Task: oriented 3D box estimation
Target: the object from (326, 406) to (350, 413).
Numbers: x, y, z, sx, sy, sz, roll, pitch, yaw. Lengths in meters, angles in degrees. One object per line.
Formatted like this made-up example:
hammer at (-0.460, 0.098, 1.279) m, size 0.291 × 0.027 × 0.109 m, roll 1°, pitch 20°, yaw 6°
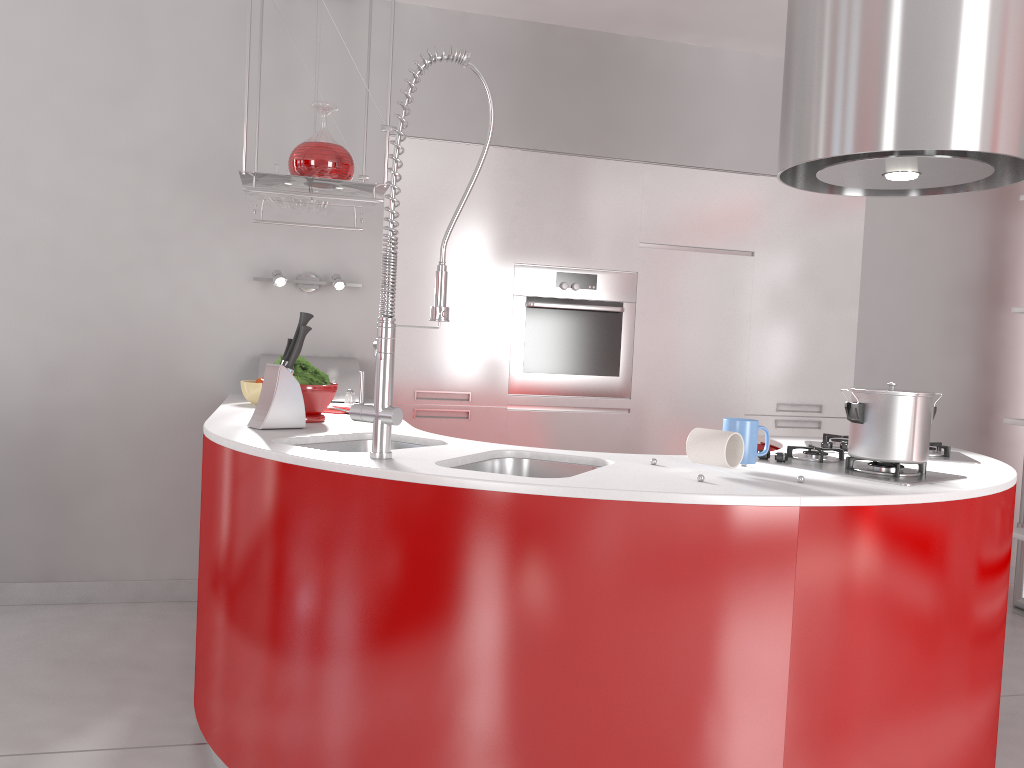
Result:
object at (-0.604, 0.089, 3.128) m, size 0.041 × 0.008 × 0.375 m, roll 1°, pitch 3°, yaw -38°

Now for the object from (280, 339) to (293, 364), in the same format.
object at (-0.658, -0.032, 2.515) m, size 0.091 × 0.197 × 0.009 m, roll 1°, pitch 3°, yaw -43°

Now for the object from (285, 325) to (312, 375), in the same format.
object at (-0.622, -0.026, 2.474) m, size 0.130 × 0.279 × 0.012 m, roll 1°, pitch 3°, yaw -43°

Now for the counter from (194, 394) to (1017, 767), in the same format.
counter at (-0.064, 0.584, 2.732) m, size 2.865 × 0.880 × 1.868 m, roll 4°, pitch 3°, yaw 19°

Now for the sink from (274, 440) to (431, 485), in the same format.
sink at (-0.386, 0.253, 2.277) m, size 0.326 × 0.172 × 0.428 m, roll 5°, pitch 3°, yaw 37°

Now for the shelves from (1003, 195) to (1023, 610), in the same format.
shelves at (2.721, -0.168, 3.422) m, size 0.535 × 2.599 × 1.735 m, roll 2°, pitch 3°, yaw -14°

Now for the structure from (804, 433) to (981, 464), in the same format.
structure at (1.124, 0.187, 2.660) m, size 0.457 × 0.037 × 0.303 m, roll 4°, pitch 3°, yaw 16°

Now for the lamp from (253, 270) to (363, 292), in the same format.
lamp at (-0.854, -0.430, 3.729) m, size 0.454 × 0.081 × 0.155 m, roll 2°, pitch 3°, yaw -14°

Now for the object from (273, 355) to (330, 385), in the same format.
object at (-0.650, 0.002, 2.725) m, size 0.193 × 0.182 × 0.198 m, roll 2°, pitch 3°, yaw -9°

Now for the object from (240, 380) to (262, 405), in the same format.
object at (-0.902, 0.036, 3.286) m, size 0.201 × 0.086 × 0.201 m, roll 2°, pitch 3°, yaw -13°

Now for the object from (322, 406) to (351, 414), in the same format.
object at (-0.635, 0.092, 3.176) m, size 0.168 × 0.006 × 0.266 m, roll 3°, pitch 3°, yaw 12°

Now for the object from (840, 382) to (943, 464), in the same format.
object at (0.905, 0.088, 2.124) m, size 0.189 × 0.185 × 0.218 m, roll 5°, pitch 3°, yaw 38°

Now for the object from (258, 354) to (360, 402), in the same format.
object at (-0.838, -0.027, 3.667) m, size 0.400 × 0.170 × 0.300 m, roll 2°, pitch 3°, yaw -14°

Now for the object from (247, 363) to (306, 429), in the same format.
object at (-0.658, 0.032, 2.486) m, size 0.137 × 0.178 × 0.091 m, roll 1°, pitch 3°, yaw -41°

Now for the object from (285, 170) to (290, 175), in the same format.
object at (-0.858, -0.748, 3.410) m, size 0.060 × 0.141 × 0.060 m, roll 1°, pitch 3°, yaw -37°

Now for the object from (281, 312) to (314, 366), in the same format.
object at (-0.633, -0.043, 2.500) m, size 0.150 × 0.322 × 0.014 m, roll 1°, pitch 3°, yaw -43°

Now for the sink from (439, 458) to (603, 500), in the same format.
sink at (0.031, 0.285, 2.029) m, size 0.326 × 0.172 × 0.428 m, roll 4°, pitch 3°, yaw 25°

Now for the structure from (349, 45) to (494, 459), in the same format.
structure at (-0.231, -0.295, 2.008) m, size 0.308 × 0.920 × 0.178 m, roll 4°, pitch 3°, yaw 29°

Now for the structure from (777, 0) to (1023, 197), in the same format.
structure at (1.074, -1.031, 2.368) m, size 0.644 × 0.958 × 0.644 m, roll 5°, pitch 3°, yaw 42°

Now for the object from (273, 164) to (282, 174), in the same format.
object at (-0.872, -0.743, 3.292) m, size 0.060 × 0.141 × 0.060 m, roll 1°, pitch 3°, yaw -37°

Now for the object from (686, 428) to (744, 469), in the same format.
object at (0.460, 0.141, 1.971) m, size 0.109 × 0.080 × 0.100 m, roll 0°, pitch 3°, yaw -44°

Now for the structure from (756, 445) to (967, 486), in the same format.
structure at (0.839, 0.192, 2.208) m, size 0.303 × 0.037 × 0.457 m, roll 1°, pitch 3°, yaw -39°

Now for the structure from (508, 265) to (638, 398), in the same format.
structure at (0.291, -0.237, 4.096) m, size 0.599 × 0.589 × 0.050 m, roll 2°, pitch 3°, yaw -14°

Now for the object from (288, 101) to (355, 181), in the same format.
object at (-0.617, -0.775, 2.891) m, size 0.213 × 0.266 × 0.213 m, roll 3°, pitch 3°, yaw 14°

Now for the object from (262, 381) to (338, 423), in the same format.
object at (-0.656, 0.054, 2.737) m, size 0.228 × 0.118 × 0.229 m, roll 1°, pitch 3°, yaw -43°

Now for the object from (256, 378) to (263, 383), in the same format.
object at (-0.919, 0.004, 3.290) m, size 0.062 × 0.052 × 0.065 m, roll 1°, pitch 3°, yaw -30°

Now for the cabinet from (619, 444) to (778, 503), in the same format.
cabinet at (-0.088, 0.539, 3.002) m, size 1.875 × 0.761 × 1.025 m, roll 4°, pitch 3°, yaw 31°

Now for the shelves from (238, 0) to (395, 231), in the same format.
shelves at (-0.691, -1.119, 3.152) m, size 0.462 × 1.023 × 0.934 m, roll 2°, pitch 3°, yaw -14°

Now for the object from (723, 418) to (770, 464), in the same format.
object at (0.541, 0.132, 2.073) m, size 0.109 × 0.100 × 0.080 m, roll 1°, pitch 3°, yaw -41°

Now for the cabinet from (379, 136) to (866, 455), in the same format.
cabinet at (0.493, -0.039, 4.486) m, size 2.398 × 2.026 × 0.614 m, roll 2°, pitch 3°, yaw -14°

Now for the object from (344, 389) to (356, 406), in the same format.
object at (-0.623, 0.052, 3.414) m, size 0.042 × 0.066 × 0.043 m, roll 3°, pitch 2°, yaw -1°
